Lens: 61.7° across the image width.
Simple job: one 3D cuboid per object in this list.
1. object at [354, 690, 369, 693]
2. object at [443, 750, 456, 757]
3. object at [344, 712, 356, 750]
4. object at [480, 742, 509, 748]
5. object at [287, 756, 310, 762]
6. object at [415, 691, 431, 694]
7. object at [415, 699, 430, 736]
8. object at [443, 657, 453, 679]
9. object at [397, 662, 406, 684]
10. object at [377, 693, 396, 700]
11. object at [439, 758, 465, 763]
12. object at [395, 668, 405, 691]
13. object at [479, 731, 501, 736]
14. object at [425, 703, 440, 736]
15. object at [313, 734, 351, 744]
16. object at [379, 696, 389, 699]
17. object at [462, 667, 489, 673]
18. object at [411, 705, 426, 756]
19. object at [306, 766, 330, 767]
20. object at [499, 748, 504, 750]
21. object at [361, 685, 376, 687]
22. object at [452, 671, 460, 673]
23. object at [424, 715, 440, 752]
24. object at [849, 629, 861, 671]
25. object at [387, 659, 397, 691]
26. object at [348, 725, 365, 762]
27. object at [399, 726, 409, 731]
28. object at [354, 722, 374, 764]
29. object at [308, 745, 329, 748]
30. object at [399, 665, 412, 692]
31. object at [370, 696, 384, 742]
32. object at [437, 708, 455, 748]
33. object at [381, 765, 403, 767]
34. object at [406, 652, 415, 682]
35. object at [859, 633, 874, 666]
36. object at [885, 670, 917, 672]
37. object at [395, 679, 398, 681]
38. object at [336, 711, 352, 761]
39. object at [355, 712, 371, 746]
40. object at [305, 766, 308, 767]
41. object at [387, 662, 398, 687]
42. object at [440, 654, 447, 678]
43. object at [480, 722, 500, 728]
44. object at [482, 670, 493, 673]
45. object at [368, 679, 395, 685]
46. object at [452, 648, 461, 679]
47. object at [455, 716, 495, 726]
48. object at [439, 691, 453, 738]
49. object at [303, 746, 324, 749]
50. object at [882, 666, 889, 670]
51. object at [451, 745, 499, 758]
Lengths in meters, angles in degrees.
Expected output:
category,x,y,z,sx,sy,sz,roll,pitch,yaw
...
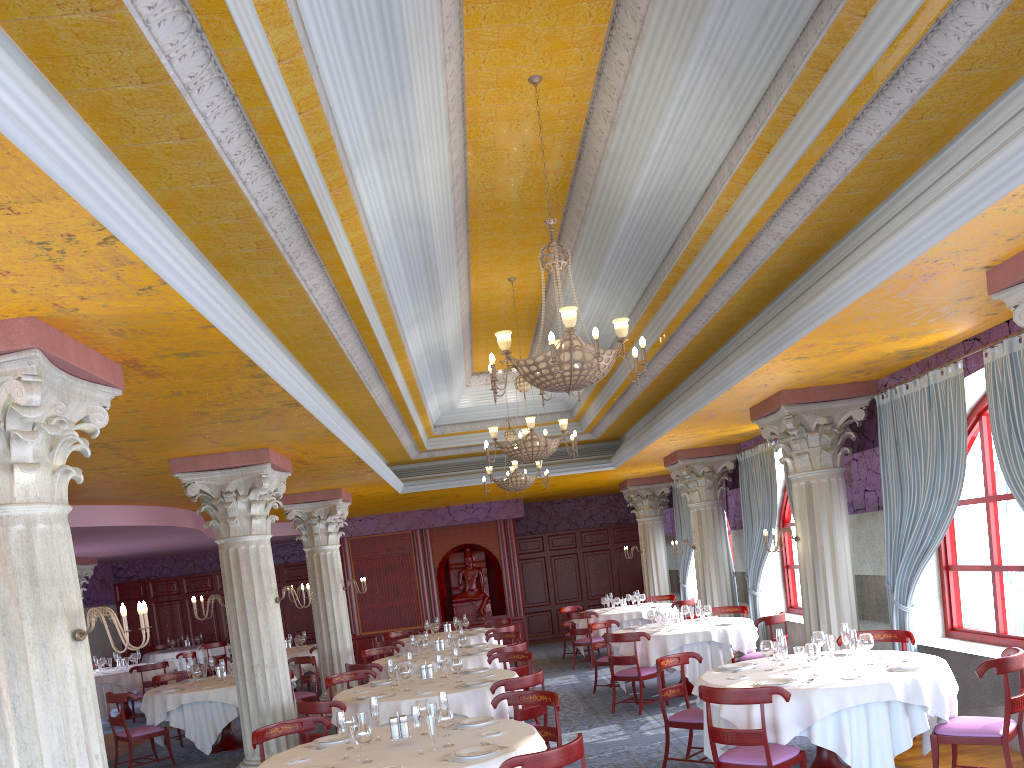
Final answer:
category,x,y,z,sx,sy,sz,roll,pitch,yaw
object,-1.616,3.302,9.188,0.160,0.009,0.160,-10,-12,17
object,-0.404,2.420,5.613,0.138,0.011,0.030,5,-15,-45
object,-1.176,2.501,6.176,0.121,0.266,0.122,-7,1,-11
object,-0.121,2.396,5.678,0.054,0.020,0.263,2,-15,-42
object,-1.491,2.625,5.985,0.158,0.009,0.162,-6,-12,-3
object,-0.889,3.088,8.570,0.160,0.009,0.160,-10,-12,17
object,-0.654,2.481,6.379,0.124,0.266,0.120,-6,1,34
object,-0.705,3.144,9.491,0.087,0.239,0.084,-5,2,45
object,-1.209,3.195,9.452,0.086,0.239,0.085,-7,2,0
object,-1.261,3.122,8.547,0.255,0.020,0.056,4,-15,-43
object,-0.376,2.368,5.383,0.238,0.013,0.027,-17,-13,42
object,-1.167,3.085,8.946,0.086,0.239,0.084,-6,2,22
object,-0.153,2.491,6.093,0.158,0.009,0.162,-6,-12,-3
object,-0.580,2.467,6.288,0.085,0.239,0.086,-7,2,-23
object,-1.360,2.717,6.542,0.316,0.024,0.315,-10,-12,17
object,-1.290,3.139,8.572,0.022,0.003,0.252,-16,-15,40
object,-0.410,3.276,9.786,0.312,0.024,0.319,-6,-12,-3
object,-0.624,2.297,5.679,0.073,0.338,0.073,-7,3,-11
object,-1.313,2.488,5.461,0.316,0.024,0.315,-10,-12,17
object,-0.144,2.401,5.649,0.259,0.003,0.022,-17,-15,41
object,-1.601,3.373,9.569,0.054,0.020,0.263,2,-15,-42
object,-0.586,3.323,9.903,0.255,0.020,0.056,4,-15,-43
object,-0.538,2.358,5.781,0.086,0.239,0.084,-6,2,22
object,2.780,2.163,6.961,0.073,0.338,0.073,-7,3,-11
object,-1.272,3.065,9.024,0.075,0.338,0.072,-5,3,33
object,-1.042,2.409,5.743,0.086,0.239,0.085,-7,2,0
object,-0.881,2.704,6.711,0.158,0.009,0.162,-6,-12,-3
object,-0.971,2.368,5.650,0.123,0.266,0.121,-6,1,11
object,-1.450,2.709,6.396,0.259,0.003,0.022,-17,-15,41
object,-1.096,3.044,8.853,0.121,0.266,0.122,-7,1,-11
object,-1.009,2.480,6.346,0.073,0.338,0.073,-7,3,-11
object,-0.449,2.349,5.853,0.121,0.266,0.122,-7,1,-11
object,-0.763,2.412,5.367,0.158,0.009,0.162,-6,-12,-3
object,-1.134,3.157,9.549,0.075,0.338,0.072,-5,3,33
object,2.956,2.214,7.136,0.121,0.266,0.122,-7,1,-11
object,3.029,2.234,6.665,0.238,0.013,0.027,-17,-13,42
object,-1.346,3.408,9.864,0.238,0.013,0.027,-17,-13,42
object,-1.147,2.388,5.822,0.073,0.338,0.073,-7,3,-11
object,-1.084,2.518,6.250,0.085,0.239,0.086,-7,2,-23
object,-1.431,2.537,5.602,0.028,0.013,0.231,-14,-14,41
object,-1.302,3.177,9.379,0.123,0.266,0.121,-6,1,11
object,-0.780,3.158,9.582,0.123,0.266,0.121,-6,1,11
object,-0.165,2.562,6.442,0.028,0.013,0.231,-14,-14,41
object,-0.290,3.239,9.645,0.028,0.013,0.231,-14,-14,41
object,-1.486,3.394,9.745,0.312,0.024,0.319,-6,-12,-3
object,-0.612,3.066,9.406,0.075,0.338,0.072,-5,3,33
object,-0.285,2.599,6.583,0.310,0.024,0.321,-2,-12,-22
object,-0.486,2.390,6.203,0.073,0.338,0.073,-7,3,-11
object,-1.476,2.697,6.366,0.054,0.020,0.263,2,-15,-42
object,3.000,2.285,6.895,0.138,0.011,0.030,5,-15,-45
object,-0.237,2.370,5.501,0.316,0.024,0.315,-10,-12,17
